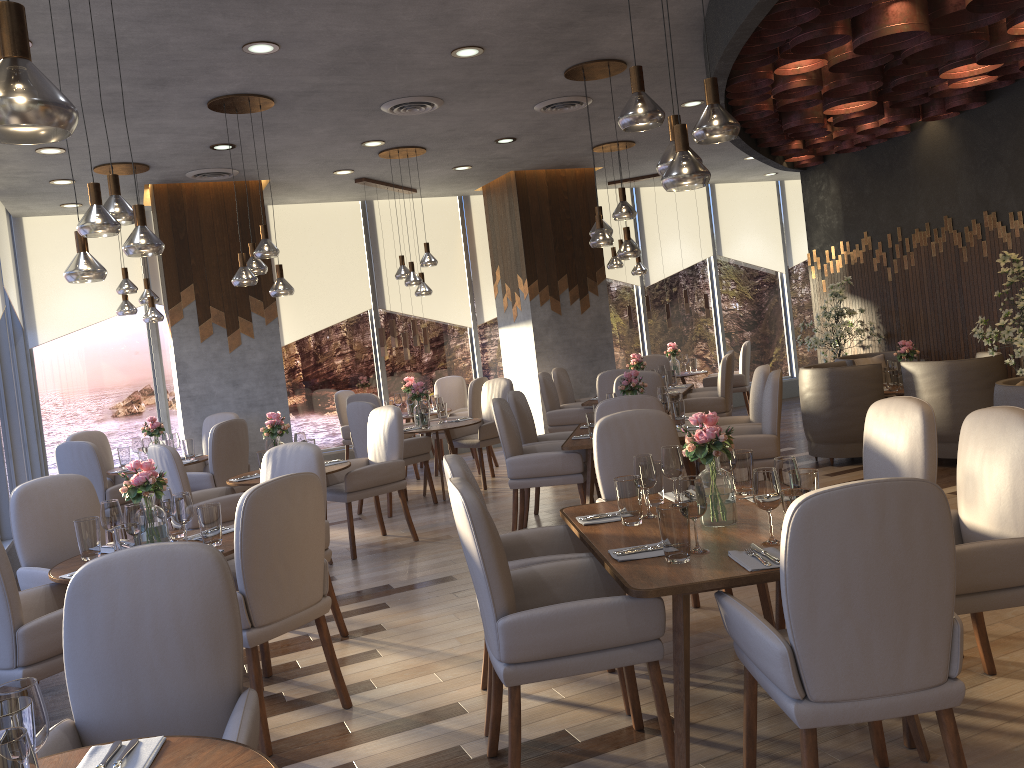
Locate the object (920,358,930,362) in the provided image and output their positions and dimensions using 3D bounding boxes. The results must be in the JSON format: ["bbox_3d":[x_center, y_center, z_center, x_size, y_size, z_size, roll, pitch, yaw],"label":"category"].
[{"bbox_3d":[3.566,-0.096,7.629,0.092,0.244,0.092,-6,2,17],"label":"object"}]

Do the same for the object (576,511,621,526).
[{"bbox_3d":[0.386,0.522,3.512,0.255,0.019,0.157,-7,3,-7],"label":"object"}]

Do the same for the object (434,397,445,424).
[{"bbox_3d":[-0.678,0.247,8.326,0.092,0.244,0.092,-6,2,23],"label":"object"}]

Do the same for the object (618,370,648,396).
[{"bbox_3d":[0.855,0.109,6.252,0.210,0.415,0.198,-6,2,25],"label":"object"}]

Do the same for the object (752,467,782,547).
[{"bbox_3d":[0.829,0.396,2.865,0.092,0.244,0.092,-7,2,-2],"label":"object"}]

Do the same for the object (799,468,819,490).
[{"bbox_3d":[1.028,0.392,3.102,0.102,0.178,0.102,-6,2,10],"label":"object"}]

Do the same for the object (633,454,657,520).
[{"bbox_3d":[0.520,0.398,3.434,0.092,0.244,0.092,-6,2,13],"label":"object"}]

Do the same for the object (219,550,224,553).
[{"bbox_3d":[-1.350,0.711,3.719,0.254,0.019,0.158,-4,4,32],"label":"object"}]

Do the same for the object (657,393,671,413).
[{"bbox_3d":[1.031,0.186,5.999,0.092,0.244,0.092,-8,2,-31],"label":"object"}]

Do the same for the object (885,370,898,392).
[{"bbox_3d":[3.266,-0.028,7.611,0.102,0.178,0.102,-6,2,25],"label":"object"}]

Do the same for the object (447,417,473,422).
[{"bbox_3d":[-0.505,0.338,8.367,0.157,0.019,0.255,-3,5,43],"label":"object"}]

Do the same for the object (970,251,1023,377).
[{"bbox_3d":[3.679,-0.150,6.199,0.788,1.615,0.747,-6,2,4],"label":"object"}]

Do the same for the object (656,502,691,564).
[{"bbox_3d":[0.514,0.470,2.790,0.102,0.178,0.102,-7,2,-1],"label":"object"}]

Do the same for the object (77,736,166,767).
[{"bbox_3d":[-0.803,0.765,1.770,0.157,0.019,0.255,-7,3,-6],"label":"object"}]

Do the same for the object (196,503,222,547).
[{"bbox_3d":[-1.319,0.618,3.879,0.102,0.178,0.102,-5,2,28],"label":"object"}]

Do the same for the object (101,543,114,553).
[{"bbox_3d":[-1.797,0.743,4.048,0.254,0.019,0.158,-4,4,35],"label":"object"}]

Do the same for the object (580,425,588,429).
[{"bbox_3d":[0.637,0.307,6.631,0.255,0.019,0.158,-6,3,10],"label":"object"}]

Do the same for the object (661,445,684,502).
[{"bbox_3d":[0.652,0.374,3.576,0.092,0.244,0.092,-7,2,-7],"label":"object"}]

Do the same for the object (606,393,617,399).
[{"bbox_3d":[0.743,0.189,6.512,0.092,0.244,0.092,-6,2,30],"label":"object"}]

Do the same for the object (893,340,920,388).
[{"bbox_3d":[3.474,-0.181,7.768,0.210,0.415,0.198,-5,3,45],"label":"object"}]

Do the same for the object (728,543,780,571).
[{"bbox_3d":[0.761,0.526,2.723,0.157,0.019,0.255,-7,3,-4],"label":"object"}]

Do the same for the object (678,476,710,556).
[{"bbox_3d":[0.588,0.424,2.865,0.092,0.244,0.092,-8,2,-32],"label":"object"}]

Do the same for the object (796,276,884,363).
[{"bbox_3d":[3.312,-0.275,9.004,0.747,1.615,0.788,-7,2,-17],"label":"object"}]

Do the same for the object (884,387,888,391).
[{"bbox_3d":[3.221,0.048,7.771,0.255,0.019,0.157,-7,3,-1],"label":"object"}]

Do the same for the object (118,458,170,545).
[{"bbox_3d":[-1.597,0.531,3.880,0.210,0.415,0.197,-7,2,-25],"label":"object"}]

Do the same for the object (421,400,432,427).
[{"bbox_3d":[-0.781,0.273,8.090,0.092,0.244,0.092,-8,2,-29],"label":"object"}]

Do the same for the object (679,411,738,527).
[{"bbox_3d":[0.724,0.304,3.232,0.210,0.415,0.198,-7,2,-10],"label":"object"}]

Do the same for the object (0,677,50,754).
[{"bbox_3d":[-0.892,0.671,1.620,0.092,0.244,0.092,-8,2,-32],"label":"object"}]

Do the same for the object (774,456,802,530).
[{"bbox_3d":[0.944,0.373,3.027,0.092,0.244,0.092,-5,2,36],"label":"object"}]

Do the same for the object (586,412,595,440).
[{"bbox_3d":[0.550,0.280,5.900,0.102,0.178,0.102,-6,2,26],"label":"object"}]

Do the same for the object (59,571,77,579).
[{"bbox_3d":[-1.707,0.757,3.647,0.157,0.019,0.255,-4,4,31],"label":"object"}]

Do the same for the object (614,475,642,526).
[{"bbox_3d":[0.446,0.444,3.359,0.102,0.178,0.102,-7,2,-1],"label":"object"}]

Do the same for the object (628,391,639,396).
[{"bbox_3d":[0.911,0.164,6.610,0.092,0.244,0.092,-5,2,33],"label":"object"}]

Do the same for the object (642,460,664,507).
[{"bbox_3d":[0.577,0.411,3.653,0.102,0.178,0.102,-7,2,-3],"label":"object"}]

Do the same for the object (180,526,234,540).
[{"bbox_3d":[-1.417,0.695,4.118,0.157,0.019,0.255,-4,4,36],"label":"object"}]

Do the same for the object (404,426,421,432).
[{"bbox_3d":[-0.928,0.405,8.051,0.157,0.019,0.255,-4,4,41],"label":"object"}]

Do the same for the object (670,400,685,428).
[{"bbox_3d":[1.133,0.205,6.047,0.102,0.178,0.102,-6,2,27],"label":"object"}]

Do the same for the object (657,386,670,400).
[{"bbox_3d":[1.125,0.142,6.564,0.092,0.244,0.092,-8,2,-37],"label":"object"}]

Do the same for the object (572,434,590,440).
[{"bbox_3d":[0.537,0.352,6.067,0.255,0.019,0.158,-6,3,10],"label":"object"}]

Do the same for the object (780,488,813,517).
[{"bbox_3d":[0.905,0.425,2.784,0.102,0.178,0.102,-8,2,-28],"label":"object"}]

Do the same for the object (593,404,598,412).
[{"bbox_3d":[0.650,0.235,6.464,0.102,0.178,0.102,-6,2,26],"label":"object"}]

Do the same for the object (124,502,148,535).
[{"bbox_3d":[-1.570,0.624,3.712,0.092,0.244,0.092,-8,2,-39],"label":"object"}]

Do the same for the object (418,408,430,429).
[{"bbox_3d":[-0.785,0.313,7.982,0.102,0.178,0.102,-8,3,-43],"label":"object"}]

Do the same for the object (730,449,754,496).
[{"bbox_3d":[0.953,0.367,3.671,0.102,0.178,0.102,-5,3,40],"label":"object"}]

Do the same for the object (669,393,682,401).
[{"bbox_3d":[1.226,0.160,6.612,0.102,0.178,0.102,-7,2,-23],"label":"object"}]

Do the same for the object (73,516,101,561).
[{"bbox_3d":[-1.856,0.679,3.888,0.102,0.178,0.102,-8,2,-28],"label":"object"}]

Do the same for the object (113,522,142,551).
[{"bbox_3d":[-1.555,0.661,3.604,0.102,0.178,0.102,-6,2,8],"label":"object"}]

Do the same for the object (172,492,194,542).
[{"bbox_3d":[-1.431,0.598,3.868,0.092,0.244,0.092,-6,2,12],"label":"object"}]

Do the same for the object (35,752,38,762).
[{"bbox_3d":[-0.963,0.707,1.701,0.102,0.178,0.102,-7,2,-10],"label":"object"}]

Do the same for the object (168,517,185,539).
[{"bbox_3d":[-1.583,0.631,4.168,0.102,0.178,0.102,-7,2,-18],"label":"object"}]

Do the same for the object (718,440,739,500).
[{"bbox_3d":[0.870,0.348,3.596,0.092,0.244,0.092,-7,2,-3],"label":"object"}]

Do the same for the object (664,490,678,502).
[{"bbox_3d":[0.734,0.469,3.730,0.157,0.019,0.255,-7,3,-9],"label":"object"}]

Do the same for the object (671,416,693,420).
[{"bbox_3d":[1.254,0.247,6.449,0.255,0.019,0.158,-6,3,11],"label":"object"}]

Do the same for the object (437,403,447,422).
[{"bbox_3d":[-0.664,0.272,8.436,0.102,0.178,0.102,-8,2,-31],"label":"object"}]

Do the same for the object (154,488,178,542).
[{"bbox_3d":[-1.584,0.605,4.058,0.092,0.244,0.092,-8,2,-29],"label":"object"}]

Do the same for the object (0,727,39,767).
[{"bbox_3d":[-0.783,0.672,1.386,0.092,0.244,0.092,-6,2,12],"label":"object"}]

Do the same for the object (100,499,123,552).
[{"bbox_3d":[-1.751,0.634,3.890,0.092,0.244,0.092,-5,2,33],"label":"object"}]

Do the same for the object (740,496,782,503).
[{"bbox_3d":[1.028,0.448,3.520,0.255,0.019,0.157,-7,3,-6],"label":"object"}]

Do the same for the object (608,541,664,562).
[{"bbox_3d":[0.454,0.548,2.943,0.255,0.019,0.157,-7,3,-7],"label":"object"}]

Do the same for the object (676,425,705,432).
[{"bbox_3d":[1.160,0.292,5.884,0.255,0.019,0.158,-6,3,11],"label":"object"}]
